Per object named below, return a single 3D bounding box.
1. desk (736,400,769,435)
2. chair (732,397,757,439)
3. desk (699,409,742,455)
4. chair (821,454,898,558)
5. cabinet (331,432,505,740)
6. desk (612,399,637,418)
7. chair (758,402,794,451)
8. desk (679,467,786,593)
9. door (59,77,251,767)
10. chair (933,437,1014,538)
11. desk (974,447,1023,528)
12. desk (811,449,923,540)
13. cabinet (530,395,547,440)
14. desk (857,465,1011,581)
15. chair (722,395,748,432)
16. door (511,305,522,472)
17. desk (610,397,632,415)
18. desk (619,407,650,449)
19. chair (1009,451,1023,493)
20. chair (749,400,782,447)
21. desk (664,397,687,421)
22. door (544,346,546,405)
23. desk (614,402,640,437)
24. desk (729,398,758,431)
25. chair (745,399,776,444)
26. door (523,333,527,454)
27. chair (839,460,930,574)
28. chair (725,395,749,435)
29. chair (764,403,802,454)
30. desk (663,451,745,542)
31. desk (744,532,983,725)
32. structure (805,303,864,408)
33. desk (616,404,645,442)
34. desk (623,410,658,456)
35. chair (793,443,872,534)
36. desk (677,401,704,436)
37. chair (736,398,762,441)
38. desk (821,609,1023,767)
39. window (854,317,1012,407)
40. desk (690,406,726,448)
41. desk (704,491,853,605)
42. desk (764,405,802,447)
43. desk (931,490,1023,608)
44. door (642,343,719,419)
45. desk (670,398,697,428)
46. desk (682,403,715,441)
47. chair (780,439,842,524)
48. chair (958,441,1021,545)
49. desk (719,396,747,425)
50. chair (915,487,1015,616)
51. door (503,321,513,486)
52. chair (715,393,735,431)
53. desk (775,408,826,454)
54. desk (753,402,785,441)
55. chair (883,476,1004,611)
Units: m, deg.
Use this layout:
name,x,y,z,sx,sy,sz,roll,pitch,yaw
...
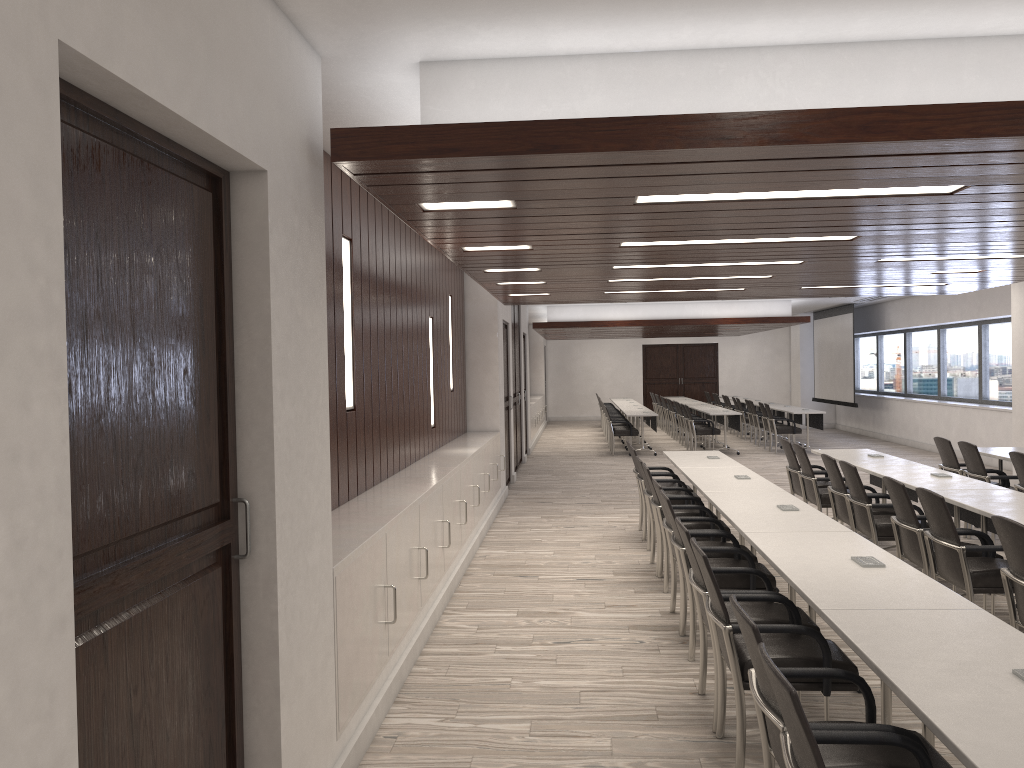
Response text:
name,x,y,z,sx,sy,sz,roll,pitch,yaw
desk,5.815,0.795,21.408,0.577,0.795,1.509,-1,1,4
chair,5.341,0.754,20.182,0.638,0.939,0.513,-1,1,5
desk,3.980,0.909,16.975,0.577,0.795,1.509,-1,1,4
chair,2.861,1.033,7.187,0.638,0.939,0.513,-1,1,4
cabinet,-0.603,1.017,7.331,0.476,0.698,7.540,-1,1,4
desk,2.922,0.819,23.156,0.577,0.795,1.509,-1,1,4
chair,5.111,0.812,17.151,0.638,0.939,0.513,-1,1,4
desk,1.707,1.130,7.019,0.577,0.795,1.509,-1,1,4
door,-0.988,0.482,2.336,0.200,2.323,1.163,-1,1,4
chair,4.467,0.977,8.594,0.638,0.939,0.513,-1,1,4
desk,4.829,1.047,8.309,0.577,0.795,1.509,-1,1,4
desk,3.336,1.074,8.422,0.577,0.795,1.509,-1,1,4
cabinet,0.481,0.740,21.721,0.476,0.698,7.540,-1,1,4
desk,3.222,1.103,6.904,0.577,0.795,1.509,-1,1,4
chair,5.471,0.724,21.696,0.638,0.939,0.513,-1,1,3
door,0.024,-0.037,14.502,0.200,2.889,2.327,-1,1,4
desk,3.036,0.789,24.674,0.577,0.795,1.509,-1,1,4
desk,2.580,0.906,18.608,0.577,0.795,1.509,-1,1,4
chair,4.364,1.006,7.081,0.638,0.939,0.513,-1,1,5
chair,5.185,0.793,18.150,0.638,0.939,0.513,-1,1,5
desk,4.551,0.763,24.560,0.577,0.795,1.509,-1,1,4
door,0.946,0.011,26.685,0.200,2.323,1.163,-1,1,4
desk,2.808,0.848,21.635,0.577,0.795,1.509,-1,1,4
desk,5.929,0.765,22.929,0.577,0.795,1.509,-1,1,4
chair,5.241,0.783,18.670,0.638,0.939,0.513,-1,1,3
door,0.190,0.205,16.634,0.200,2.323,1.163,-1,1,4
chair,2.819,1.043,6.665,0.638,0.939,0.513,-1,1,4
chair,5.425,0.734,21.173,0.638,0.939,0.513,-1,1,4
chair,5.071,0.822,16.630,0.638,0.939,0.513,-1,1,5
desk,1.821,1.100,8.537,0.577,0.795,1.509,-1,1,4
desk,1.478,1.188,3.979,0.577,0.795,1.509,-1,1,4
structure,7.397,-0.700,20.468,0.438,2.329,3.550,-1,1,4
desk,2.693,0.877,20.117,0.577,0.795,1.509,-1,1,4
desk,2.465,0.936,17.090,0.577,0.795,1.509,-1,1,4
chair,2.942,1.013,8.186,0.638,0.939,0.513,-1,1,4
desk,4.322,0.821,21.521,0.577,0.795,1.509,-1,1,4
chair,5.300,0.764,19.659,0.638,0.939,0.513,-1,1,5
desk,1.365,1.217,2.470,0.577,0.795,1.509,-1,1,4
window,8.195,-0.405,16.897,0.118,1.419,10.452,-1,1,4
desk,4.094,0.879,18.494,0.577,0.795,1.509,-1,1,4
desk,1.593,1.159,5.498,0.577,0.795,1.509,-1,1,4
desk,5.587,0.853,18.381,0.577,0.795,1.509,-1,1,4
desk,3.107,1.132,5.383,0.577,0.795,1.509,-1,1,4
door,5.231,-0.086,27.522,2.329,2.323,0.200,-1,1,4
desk,4.437,0.792,23.042,0.577,0.795,1.509,-1,1,4
desk,4.208,0.850,20.003,0.577,0.795,1.509,-1,1,4
chair,2.984,1.003,8.712,0.638,0.939,0.513,-1,1,3
chair,4.444,0.987,8.073,0.638,0.939,0.513,-1,1,4
desk,6.044,0.736,24.447,0.577,0.795,1.509,-1,1,4
chair,2.723,1.072,5.151,0.638,0.939,0.513,-1,1,3
door,-0.131,0.287,12.376,0.200,2.323,1.163,-1,1,4
chair,5.529,0.705,22.693,0.638,0.939,0.513,-1,1,4
desk,5.473,0.882,16.863,0.577,0.795,1.509,-1,1,4
desk,5.701,0.824,19.890,0.577,0.795,1.509,-1,1,4
chair,2.745,1.062,5.681,0.638,0.939,0.513,-1,1,5
